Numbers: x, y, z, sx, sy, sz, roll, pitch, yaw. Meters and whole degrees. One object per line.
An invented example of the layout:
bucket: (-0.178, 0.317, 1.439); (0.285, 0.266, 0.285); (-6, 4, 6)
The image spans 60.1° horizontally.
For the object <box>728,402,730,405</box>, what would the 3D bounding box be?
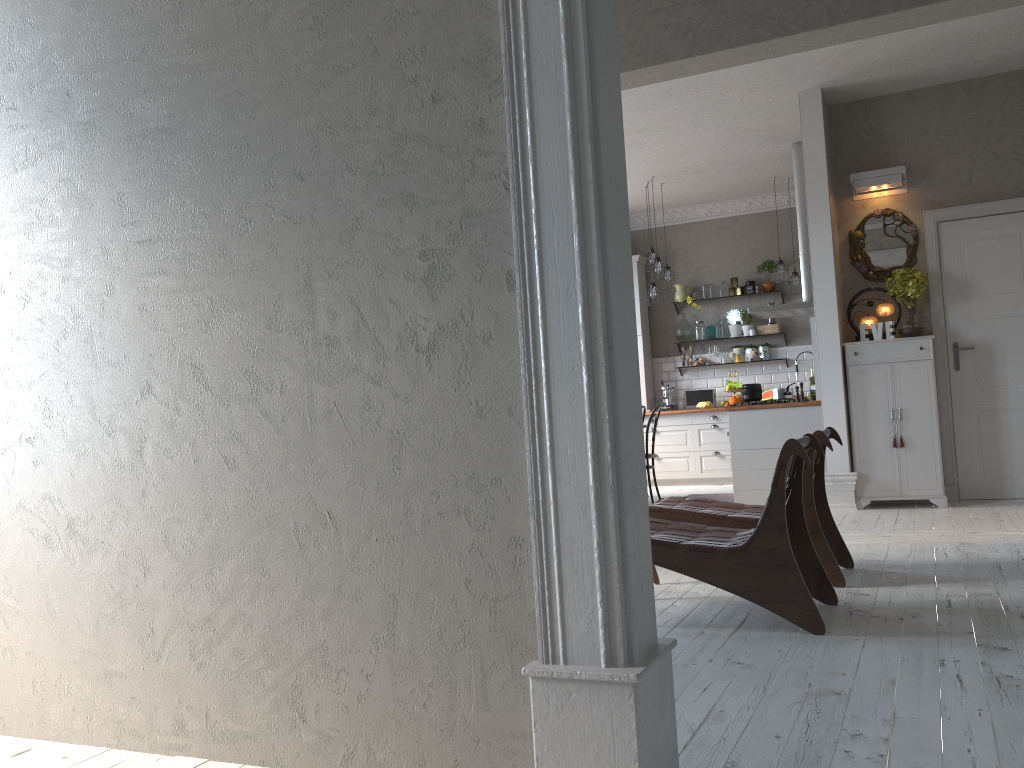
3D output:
object: (2.547, 0.233, 10.331); (0.069, 0.076, 0.230); (-4, -2, 7)

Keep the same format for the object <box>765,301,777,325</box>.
object: (3.028, -0.830, 10.355); (0.130, 0.287, 0.131); (-4, -2, 9)

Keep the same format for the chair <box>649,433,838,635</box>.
chair: (0.765, 0.595, 3.648); (1.001, 0.721, 0.515); (-5, -3, 24)

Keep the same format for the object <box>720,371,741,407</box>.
object: (2.589, 0.056, 10.317); (0.349, 0.425, 0.354); (-4, -2, 9)

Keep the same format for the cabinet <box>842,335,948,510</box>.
cabinet: (2.980, 0.306, 6.895); (0.656, 1.297, 0.390); (-5, -3, 24)

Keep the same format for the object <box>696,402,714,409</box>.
object: (2.240, 0.244, 10.281); (0.194, 0.083, 0.192); (-5, -3, 25)

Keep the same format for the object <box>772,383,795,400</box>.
object: (2.349, 0.063, 7.526); (0.178, 0.134, 0.298); (-2, -3, -31)

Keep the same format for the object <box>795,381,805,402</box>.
object: (2.334, 0.063, 7.187); (0.072, 0.166, 0.036); (-4, -3, 24)

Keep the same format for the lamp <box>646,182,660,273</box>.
lamp: (1.450, -2.056, 9.436); (0.145, 1.734, 0.148); (-4, -2, 11)

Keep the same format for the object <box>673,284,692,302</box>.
object: (2.061, -1.095, 10.718); (0.187, 0.216, 0.177); (-5, -3, 38)

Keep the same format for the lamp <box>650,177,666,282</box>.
lamp: (1.476, -1.935, 9.247); (0.149, 1.734, 0.145); (-3, -2, -19)

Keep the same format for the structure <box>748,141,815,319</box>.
structure: (2.630, -1.476, 8.487); (0.701, 1.595, 0.723); (-5, -3, 24)

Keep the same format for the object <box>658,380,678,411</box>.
object: (1.844, 0.139, 10.584); (0.202, 0.370, 0.359); (-5, -3, 25)

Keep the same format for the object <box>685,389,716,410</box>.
object: (2.236, 0.183, 10.509); (0.346, 0.226, 0.089); (-5, -3, 24)

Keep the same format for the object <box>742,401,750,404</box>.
object: (2.702, 0.213, 10.337); (0.055, 0.044, 0.213); (-2, -3, -27)

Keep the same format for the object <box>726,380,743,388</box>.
object: (2.587, -0.002, 10.289); (0.207, 0.101, 0.068); (-5, -3, 30)

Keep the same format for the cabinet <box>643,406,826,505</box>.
cabinet: (2.240, 0.663, 9.071); (2.015, 0.854, 4.138); (-3, -3, -19)

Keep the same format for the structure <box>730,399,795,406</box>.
structure: (2.143, 0.158, 7.519); (0.488, 0.031, 0.615); (-5, -3, 24)

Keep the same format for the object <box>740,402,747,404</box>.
object: (2.666, 0.220, 10.217); (0.069, 0.051, 0.089); (-3, -3, -18)

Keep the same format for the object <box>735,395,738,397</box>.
object: (2.641, 0.171, 10.364); (0.084, 0.093, 0.088); (-4, -3, 20)

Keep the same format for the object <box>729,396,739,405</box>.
object: (2.554, 0.191, 10.192); (0.113, 0.110, 0.111); (-3, -2, -8)

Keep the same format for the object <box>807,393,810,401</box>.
object: (3.382, 0.140, 9.863); (0.206, 0.119, 0.131); (-3, -2, -13)

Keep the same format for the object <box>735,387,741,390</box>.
object: (2.624, 0.063, 10.278); (0.075, 0.062, 0.100); (-3, -2, -2)

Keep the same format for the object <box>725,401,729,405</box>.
object: (2.526, 0.225, 10.323); (0.090, 0.057, 0.084); (-2, -3, -34)

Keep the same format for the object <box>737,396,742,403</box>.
object: (2.622, 0.178, 10.246); (0.089, 0.078, 0.087); (-2, -3, -39)

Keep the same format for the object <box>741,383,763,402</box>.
object: (2.007, 0.072, 7.422); (0.190, 0.147, 0.193); (-4, -2, 4)

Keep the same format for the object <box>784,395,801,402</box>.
object: (3.117, 0.152, 9.840); (0.223, 0.127, 0.149); (-4, -2, 7)

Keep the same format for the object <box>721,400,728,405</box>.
object: (2.506, 0.225, 10.372); (0.155, 0.072, 0.075); (-2, -3, -37)

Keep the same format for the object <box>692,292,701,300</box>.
object: (2.233, -1.053, 10.707); (0.101, 0.111, 0.105); (-5, -3, 24)

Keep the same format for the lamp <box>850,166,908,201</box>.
lamp: (2.939, -1.607, 7.099); (0.409, 0.171, 0.223); (-5, -3, 24)

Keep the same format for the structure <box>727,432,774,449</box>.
structure: (2.186, 0.519, 7.490); (0.608, 0.623, 0.632); (-5, -3, 24)

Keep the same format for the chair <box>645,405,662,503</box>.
chair: (1.197, 0.676, 8.520); (0.541, 0.920, 0.444); (-4, -3, 22)

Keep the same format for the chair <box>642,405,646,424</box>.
chair: (0.971, 0.672, 8.082); (0.539, 0.920, 0.446); (-5, -3, 32)

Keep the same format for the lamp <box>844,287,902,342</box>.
lamp: (2.886, -0.494, 7.054); (0.441, 0.558, 0.175); (-5, -3, 32)

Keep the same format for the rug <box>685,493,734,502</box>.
rug: (1.839, 1.073, 8.178); (0.724, 0.014, 1.309); (-5, -3, 25)

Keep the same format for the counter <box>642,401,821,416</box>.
counter: (1.744, 0.285, 9.129); (3.112, 0.039, 3.444); (-5, -3, 24)

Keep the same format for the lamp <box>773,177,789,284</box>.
lamp: (2.851, -1.953, 9.571); (0.149, 1.734, 0.144); (-2, -3, -34)

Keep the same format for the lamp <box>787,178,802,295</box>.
lamp: (3.033, -1.838, 9.639); (0.147, 1.734, 0.146); (-3, -2, -4)

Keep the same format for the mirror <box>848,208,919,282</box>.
mirror: (3.000, -1.127, 7.156); (0.524, 0.593, 0.072); (-5, -3, 23)

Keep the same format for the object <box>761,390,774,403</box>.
object: (2.904, 0.148, 9.989); (0.222, 0.174, 0.231); (-1, -3, -44)

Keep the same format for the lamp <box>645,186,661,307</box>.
lamp: (1.479, -1.710, 9.595); (0.148, 1.734, 0.146); (-3, -2, -9)

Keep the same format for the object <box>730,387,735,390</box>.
object: (2.559, 0.065, 10.269); (0.062, 0.061, 0.067); (-5, -3, 24)

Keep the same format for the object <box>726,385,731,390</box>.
object: (2.514, 0.045, 10.272); (0.058, 0.069, 0.080); (-6, -3, 44)

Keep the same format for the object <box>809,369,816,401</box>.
object: (2.617, 0.010, 7.653); (0.088, 0.282, 0.083); (-5, -3, 25)

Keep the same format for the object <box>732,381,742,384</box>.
object: (2.642, 0.007, 10.340); (0.177, 0.096, 0.090); (-6, -3, 44)

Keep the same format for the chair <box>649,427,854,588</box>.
chair: (1.135, 0.606, 4.436); (1.001, 0.721, 0.515); (-5, -3, 24)

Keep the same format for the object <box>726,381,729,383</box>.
object: (2.528, -0.018, 10.320); (0.073, 0.058, 0.051); (-4, -2, 1)

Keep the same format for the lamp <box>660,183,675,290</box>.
lamp: (1.625, -1.881, 9.529); (0.145, 1.734, 0.148); (-4, -2, 11)

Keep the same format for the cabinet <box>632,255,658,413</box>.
cabinet: (1.279, -0.563, 10.959); (0.866, 1.920, 0.394); (-4, -3, 24)

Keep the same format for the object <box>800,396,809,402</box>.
object: (3.282, 0.173, 9.961); (0.202, 0.073, 0.119); (-3, -2, -13)
